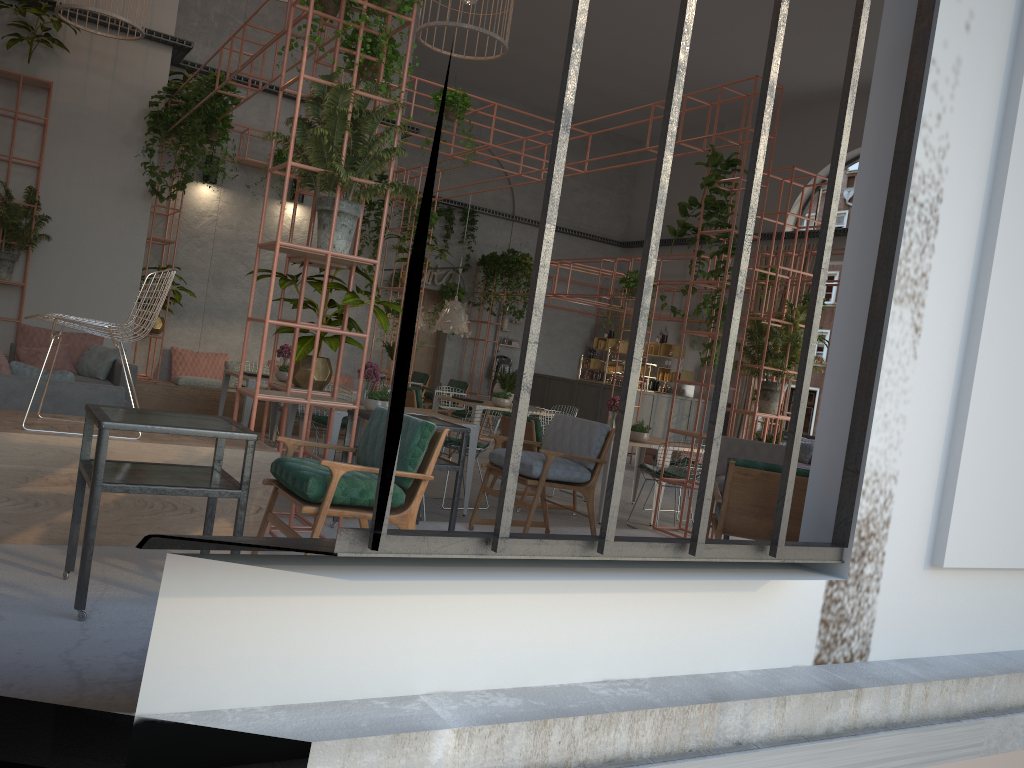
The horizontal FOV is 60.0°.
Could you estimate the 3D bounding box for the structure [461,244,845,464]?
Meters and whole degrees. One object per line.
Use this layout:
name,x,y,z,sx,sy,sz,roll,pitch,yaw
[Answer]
structure,4.073,-0.157,14.853,4.157,4.247,14.689,8,2,-31

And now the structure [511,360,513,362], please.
structure,-0.013,-0.543,20.793,0.066,0.044,0.019,8,2,-31

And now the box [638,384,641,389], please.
box,2.831,0.048,19.744,0.058,0.093,0.122,8,2,-31

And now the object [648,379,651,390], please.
object,3.016,0.005,19.463,0.082,0.246,0.082,9,2,2

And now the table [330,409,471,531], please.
table,-0.729,0.615,5.750,0.635,0.798,0.602,8,2,-31

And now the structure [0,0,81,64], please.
structure,-5.309,-3.977,9.884,0.934,0.803,0.903,9,2,31

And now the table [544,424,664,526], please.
table,0.905,0.943,9.362,0.694,0.830,1.205,8,2,-31

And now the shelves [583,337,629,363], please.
shelves,2.221,-0.159,21.026,0.328,1.838,1.750,8,2,-31

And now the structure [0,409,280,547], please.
structure,-4.020,-0.049,6.309,3.396,1.111,9.152,8,2,-31

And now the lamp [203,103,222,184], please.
lamp,-3.986,-3.431,11.986,0.179,1.425,0.185,8,2,-31

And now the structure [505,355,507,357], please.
structure,-0.156,-0.654,20.693,0.066,0.044,0.019,8,2,-31

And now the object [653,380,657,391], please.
object,3.139,0.007,19.446,0.065,0.280,0.065,9,2,12

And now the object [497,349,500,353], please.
object,-0.316,-0.753,20.568,0.093,0.121,0.049,8,2,-29

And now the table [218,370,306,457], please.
table,-2.914,0.334,10.290,0.694,0.830,1.205,8,2,-31

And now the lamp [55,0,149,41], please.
lamp,-4.186,-5.597,9.526,0.883,3.476,0.883,9,2,22

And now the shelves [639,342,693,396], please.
shelves,3.190,0.031,19.380,0.328,1.838,1.750,8,2,-31

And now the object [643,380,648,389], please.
object,2.969,-0.004,19.552,0.072,0.248,0.094,8,2,-31

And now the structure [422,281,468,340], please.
structure,-1.466,-1.755,19.937,0.950,1.527,0.921,7,2,-32

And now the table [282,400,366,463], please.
table,-1.534,0.605,7.944,0.694,0.830,1.205,8,2,-31

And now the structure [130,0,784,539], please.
structure,-3.069,-1.718,12.325,4.501,4.345,14.096,8,2,-32

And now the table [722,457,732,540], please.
table,1.755,0.975,6.143,0.602,0.798,0.635,9,2,9

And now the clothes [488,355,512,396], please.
clothes,-0.236,-0.162,20.609,0.366,0.997,0.625,10,2,39

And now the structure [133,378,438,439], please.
structure,-4.443,0.166,14.685,4.386,0.500,5.831,8,2,-31

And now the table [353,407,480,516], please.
table,-0.945,0.683,8.304,0.694,0.830,1.214,8,2,-31

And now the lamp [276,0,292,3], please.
lamp,-2.205,-5.940,9.385,0.883,3.476,0.883,9,2,22

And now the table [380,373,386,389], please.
table,-2.978,0.148,17.899,0.635,0.798,0.602,8,2,-31

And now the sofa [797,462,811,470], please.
sofa,4.634,1.432,14.872,1.960,0.672,2.219,8,2,-31

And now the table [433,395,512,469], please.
table,-0.513,0.653,11.740,0.694,0.830,1.205,8,2,-31

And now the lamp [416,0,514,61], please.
lamp,-0.224,-4.975,8.442,0.883,3.476,0.883,9,2,22

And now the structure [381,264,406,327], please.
structure,-2.565,-1.920,19.222,0.921,1.527,0.950,9,2,3

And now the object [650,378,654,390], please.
object,3.066,-0.008,19.395,0.066,0.291,0.066,10,2,43

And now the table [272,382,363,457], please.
table,-2.324,0.412,10.651,0.694,0.830,1.214,8,2,-31

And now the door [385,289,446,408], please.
door,-2.431,-0.837,20.202,1.360,2.729,0.551,8,2,-31

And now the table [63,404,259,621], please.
table,-1.549,0.544,3.884,0.635,0.798,0.602,8,2,-31

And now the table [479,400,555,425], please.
table,0.077,0.731,12.101,0.694,0.830,1.214,8,2,-31

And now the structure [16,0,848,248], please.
structure,0.165,-3.554,11.830,15.603,0.110,15.203,8,2,-31

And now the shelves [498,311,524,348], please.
shelves,-0.019,-1.258,20.609,0.560,0.790,0.186,8,2,-31

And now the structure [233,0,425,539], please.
structure,-1.010,-0.830,5.168,0.748,3.623,0.722,8,2,-31

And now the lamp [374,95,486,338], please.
lamp,-1.633,-2.980,16.338,0.704,4.052,4.456,8,2,-31

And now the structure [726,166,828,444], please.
structure,2.471,-0.200,8.498,0.624,3.602,0.424,8,2,-31

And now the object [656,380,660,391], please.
object,3.207,0.013,19.490,0.074,0.287,0.072,9,2,1

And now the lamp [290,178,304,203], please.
lamp,-2.958,-3.295,12.607,0.179,1.425,0.185,8,2,-31

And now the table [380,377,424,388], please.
table,-2.092,0.322,16.394,0.635,0.798,0.602,8,2,-31

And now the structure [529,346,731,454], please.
structure,2.416,0.284,19.414,2.579,2.022,4.057,8,2,-31

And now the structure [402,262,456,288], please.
structure,-1.842,-2.439,19.525,1.312,0.505,0.063,8,2,-31

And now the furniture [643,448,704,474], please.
furniture,2.769,1.273,14.516,0.941,0.446,0.976,8,2,-31

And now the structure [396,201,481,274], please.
structure,-1.660,-3.256,19.413,1.939,1.514,0.856,7,2,-37

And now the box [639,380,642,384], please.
box,2.877,-0.040,19.764,0.058,0.093,0.122,8,2,-20

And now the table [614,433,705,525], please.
table,1.495,1.021,9.723,0.694,0.830,1.214,8,2,-31

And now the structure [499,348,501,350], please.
structure,-0.286,-0.824,20.594,0.066,0.044,0.019,8,2,-31

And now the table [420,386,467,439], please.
table,-1.207,0.496,14.890,0.635,0.798,0.602,8,2,-31

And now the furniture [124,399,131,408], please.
furniture,-3.965,0.247,7.885,0.941,0.446,0.975,8,2,-31

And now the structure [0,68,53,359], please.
structure,-5.786,-1.681,10.034,0.624,3.596,0.424,8,2,-31
